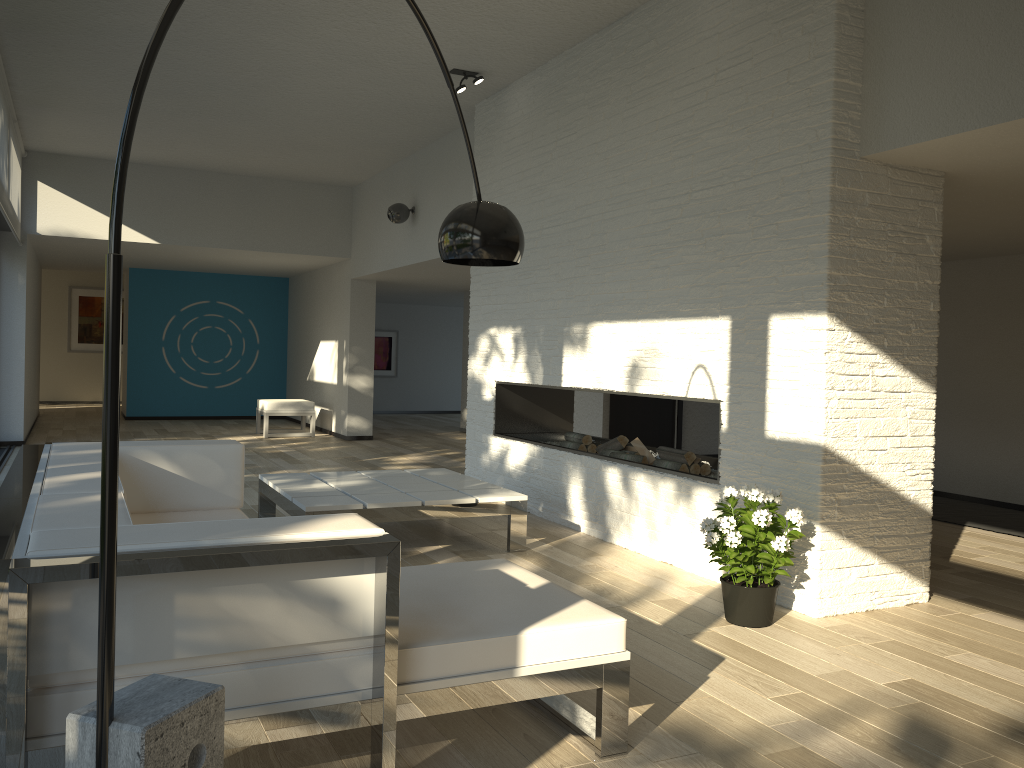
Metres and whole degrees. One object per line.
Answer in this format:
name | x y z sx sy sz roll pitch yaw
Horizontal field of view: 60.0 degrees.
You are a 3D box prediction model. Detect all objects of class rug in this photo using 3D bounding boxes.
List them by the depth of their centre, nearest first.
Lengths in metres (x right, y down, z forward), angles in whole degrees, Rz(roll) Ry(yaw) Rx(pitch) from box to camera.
rug | 3.276 0.942 6.691 0.979 0.011 1.999 1 2 -26

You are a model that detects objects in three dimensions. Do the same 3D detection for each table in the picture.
table | -0.735 0.735 5.147 1.220 0.305 1.220 1 2 -26

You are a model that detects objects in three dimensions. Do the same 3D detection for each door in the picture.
door | -2.623 -0.209 6.002 19.438 2.373 22.956 1 2 -26
door | 1.425 -0.159 9.372 0.920 1.947 0.108 1 1 -26

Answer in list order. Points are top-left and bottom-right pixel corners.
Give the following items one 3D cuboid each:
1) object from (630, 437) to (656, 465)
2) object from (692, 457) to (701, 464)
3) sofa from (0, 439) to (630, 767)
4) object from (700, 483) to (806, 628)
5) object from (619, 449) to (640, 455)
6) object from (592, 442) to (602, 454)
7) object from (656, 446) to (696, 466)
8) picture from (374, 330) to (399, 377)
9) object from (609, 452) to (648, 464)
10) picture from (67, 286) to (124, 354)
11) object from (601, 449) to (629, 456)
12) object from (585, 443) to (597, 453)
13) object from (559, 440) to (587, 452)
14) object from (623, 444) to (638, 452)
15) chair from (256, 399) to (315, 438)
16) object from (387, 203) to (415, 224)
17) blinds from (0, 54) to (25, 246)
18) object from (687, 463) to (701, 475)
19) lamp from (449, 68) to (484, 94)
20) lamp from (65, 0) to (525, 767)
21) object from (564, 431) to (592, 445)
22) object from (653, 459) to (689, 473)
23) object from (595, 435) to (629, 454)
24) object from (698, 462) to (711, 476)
object | 0.813 0.418 5.462 0.064 0.165 0.225 1 2 -27
object | 1.001 0.437 5.145 0.064 0.060 0.229 1 2 -25
sofa | -0.866 0.622 3.048 1.545 0.654 2.405 1 2 -26
object | 0.986 0.701 3.667 0.405 0.571 0.431 1 1 -4
object | 0.725 0.457 5.607 0.076 0.076 0.236 1 2 -28
object | 0.554 0.437 6.133 0.082 0.073 0.237 1 2 -27
object | 0.939 0.413 5.092 0.093 0.088 0.260 1 2 -28
picture | -2.443 -0.536 15.491 0.958 0.828 0.017 1 1 -26
object | 0.705 0.463 5.398 0.246 0.074 0.075 3 2 42
picture | -7.315 -1.148 16.140 1.378 1.191 0.017 1 1 -26
object | 0.654 0.456 5.586 0.075 0.074 0.246 1 2 -28
object | 0.487 0.436 6.089 0.076 0.076 0.236 1 2 -28
object | 0.416 0.435 6.068 0.075 0.074 0.246 1 2 -28
object | 0.749 0.415 5.656 0.064 0.060 0.229 1 2 -25
chair | -2.860 0.426 11.187 0.611 0.442 0.610 1 2 -26
object | -1.066 -1.665 8.679 0.315 0.203 0.201 1 2 -26
blinds | -2.493 -1.685 3.959 0.056 0.983 11.533 1 2 -26
object | 0.977 0.480 5.097 0.076 0.076 0.236 1 2 -28
lamp | -0.315 -2.111 6.219 0.234 0.153 0.135 1 2 -26
lamp | -0.318 -0.029 2.191 0.282 2.023 1.754 2 1 16
object | 0.454 0.372 6.082 0.082 0.073 0.237 1 2 -27
object | 0.906 0.478 5.076 0.075 0.074 0.246 1 2 -28
object | 0.643 0.404 5.691 0.093 0.170 0.272 1 2 -28
object | 1.044 0.480 5.141 0.082 0.073 0.237 1 2 -27
